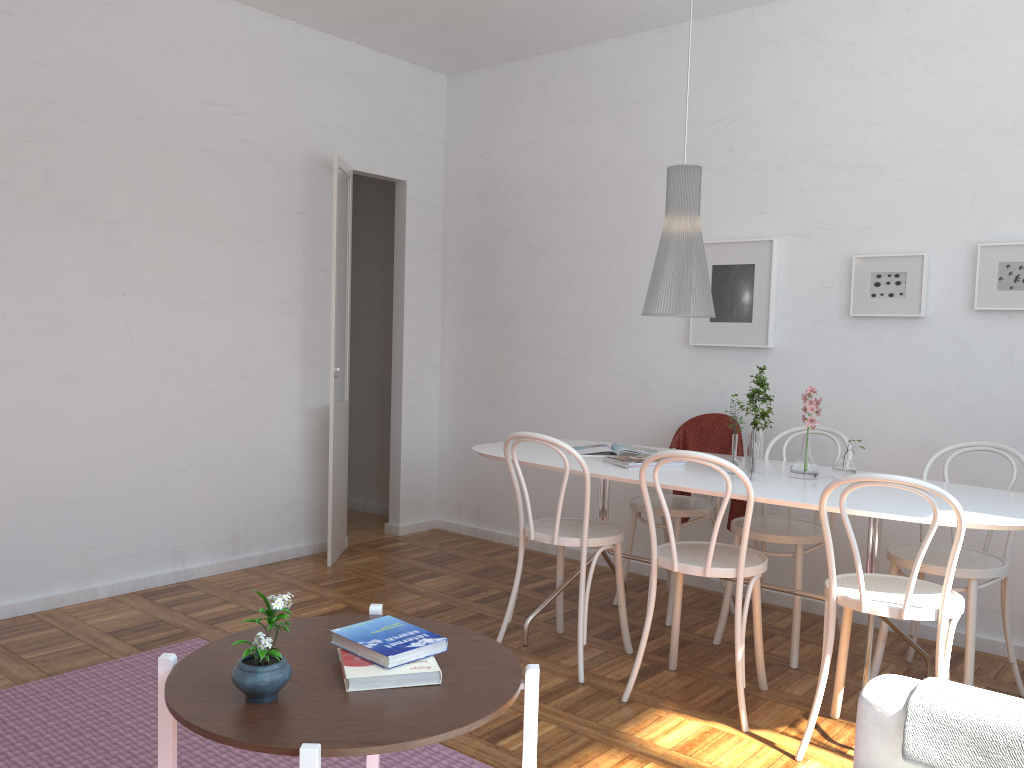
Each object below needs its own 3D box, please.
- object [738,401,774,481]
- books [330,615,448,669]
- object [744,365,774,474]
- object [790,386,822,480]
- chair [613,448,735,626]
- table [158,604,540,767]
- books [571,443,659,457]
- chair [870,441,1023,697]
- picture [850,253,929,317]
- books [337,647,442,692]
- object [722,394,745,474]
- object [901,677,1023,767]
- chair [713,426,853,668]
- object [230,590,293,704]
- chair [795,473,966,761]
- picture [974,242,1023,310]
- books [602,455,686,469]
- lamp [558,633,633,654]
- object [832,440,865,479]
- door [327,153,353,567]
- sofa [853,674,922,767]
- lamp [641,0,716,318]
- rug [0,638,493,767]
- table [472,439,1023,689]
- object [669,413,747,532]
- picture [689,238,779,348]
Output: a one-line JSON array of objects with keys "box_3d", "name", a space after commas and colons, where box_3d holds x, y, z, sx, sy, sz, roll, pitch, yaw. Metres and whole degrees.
[{"box_3d": [0.898, 0.207, 3.241, 0.146, 0.294, 0.098, 1, 4, -17], "name": "object"}, {"box_3d": [-0.226, 0.470, 1.626, 0.174, 0.024, 0.136, 5, 4, 45], "name": "books"}, {"box_3d": [0.946, 0.136, 3.409, 0.110, 0.420, 0.107, 4, 5, 28], "name": "object"}, {"box_3d": [1.111, 0.180, 3.339, 0.108, 0.349, 0.111, 2, 4, 9], "name": "object"}, {"box_3d": [0.810, 0.610, 4.208, 0.520, 0.919, 0.447, -2, 5, -40], "name": "chair"}, {"box_3d": [-0.300, 0.838, 1.609, 0.617, 0.688, 0.617, 5, 5, 38], "name": "table"}, {"box_3d": [0.456, 0.289, 3.915, 0.405, 0.029, 0.265, 2, 3, 0], "name": "books"}, {"box_3d": [1.652, 0.686, 3.298, 0.447, 0.919, 0.520, 6, 6, 45], "name": "chair"}, {"box_3d": [1.672, -0.437, 3.938, 0.311, 0.273, 0.047, 5, 5, 40], "name": "picture"}, {"box_3d": [-0.226, 0.497, 1.603, 0.162, 0.026, 0.208, 1, 3, -15], "name": "books"}, {"box_3d": [0.856, 0.190, 3.401, 0.084, 0.308, 0.084, 1, 4, -5], "name": "object"}, {"box_3d": [1.029, 0.868, 1.586, 0.608, 0.534, 0.288, 5, 5, 40], "name": "object"}, {"box_3d": [1.173, 0.647, 3.748, 0.447, 0.919, 0.520, 5, 5, 40], "name": "chair"}, {"box_3d": [-0.405, 0.425, 1.450, 0.096, 0.175, 0.108, 3, 4, 18], "name": "object"}, {"box_3d": [0.484, 0.548, 1.285, 0.447, 1.344, 3.692, 4, 4, 25], "name": "chair"}, {"box_3d": [2.066, -0.438, 3.610, 0.311, 0.273, 0.047, 5, 5, 40], "name": "picture"}, {"box_3d": [0.534, 0.313, 3.589, 0.278, 0.022, 0.204, 0, 3, -24], "name": "books"}, {"box_3d": [0.004, 0.522, 1.519, 0.332, 1.348, 4.587, 2, 3, 9], "name": "lamp"}, {"box_3d": [1.262, 0.284, 3.336, 0.112, 0.151, 0.087, 0, 4, -27], "name": "object"}, {"box_3d": [-0.942, -0.122, 4.936, 0.047, 2.203, 0.445, 2, 4, 0], "name": "door"}, {"box_3d": [0.371, 0.833, 0.645, 1.003, 0.844, 2.461, 5, 4, 40], "name": "sofa"}, {"box_3d": [0.686, -1.017, 3.486, 0.293, 1.498, 0.292, 1, 4, -5], "name": "lamp"}, {"box_3d": [-1.156, 1.136, 1.928, 2.364, 0.008, 2.456, 4, 4, 40], "name": "rug"}, {"box_3d": [0.823, 0.724, 3.498, 2.287, 0.771, 0.931, 4, 4, 40], "name": "table"}, {"box_3d": [0.968, 0.433, 4.315, 0.201, 0.580, 0.491, -1, 5, -35], "name": "object"}, {"box_3d": [1.099, -0.449, 4.414, 0.430, 0.525, 0.050, 5, 5, 40], "name": "picture"}]
